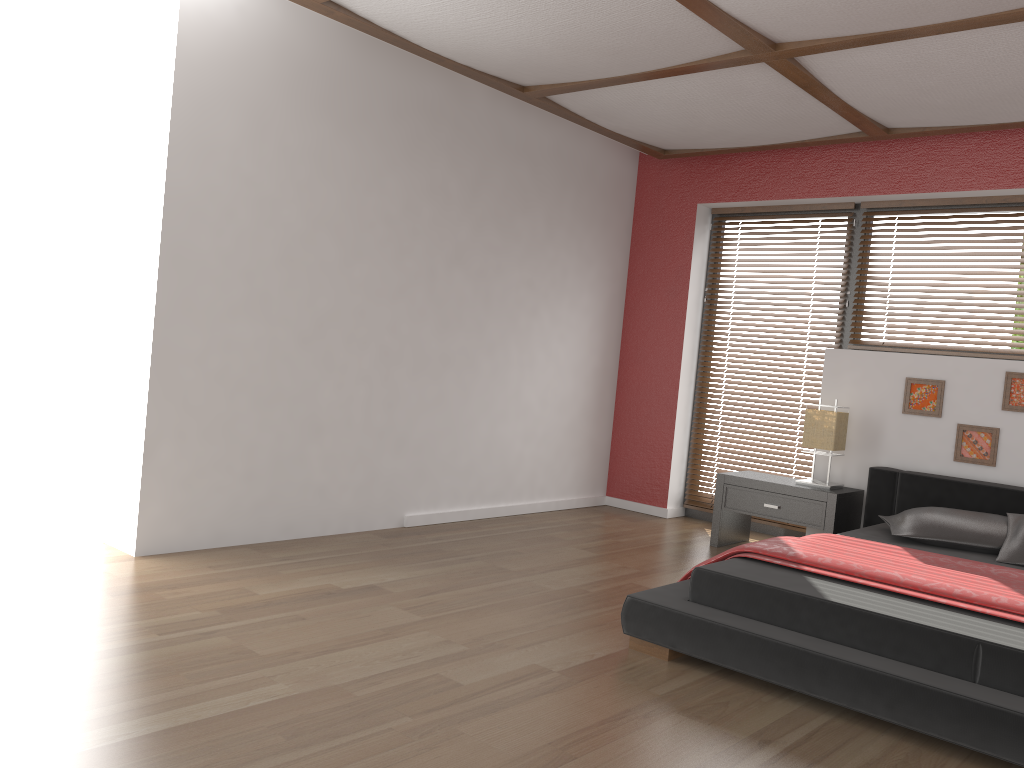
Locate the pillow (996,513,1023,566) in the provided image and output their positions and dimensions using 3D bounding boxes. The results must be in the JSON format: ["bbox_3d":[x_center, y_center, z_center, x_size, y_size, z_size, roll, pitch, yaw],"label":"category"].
[{"bbox_3d":[2.445,0.671,3.690,0.744,0.241,0.386,7,2,37],"label":"pillow"}]

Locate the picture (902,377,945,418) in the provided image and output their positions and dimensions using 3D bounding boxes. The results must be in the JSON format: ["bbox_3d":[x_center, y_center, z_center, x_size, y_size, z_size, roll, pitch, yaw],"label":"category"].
[{"bbox_3d":[2.225,0.072,4.797,0.200,0.200,0.010,7,2,41],"label":"picture"}]

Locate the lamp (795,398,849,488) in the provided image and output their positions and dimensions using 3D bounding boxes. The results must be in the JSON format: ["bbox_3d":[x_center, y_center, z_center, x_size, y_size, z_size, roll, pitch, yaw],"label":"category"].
[{"bbox_3d":[1.738,0.319,4.938,0.200,0.480,0.200,7,2,41],"label":"lamp"}]

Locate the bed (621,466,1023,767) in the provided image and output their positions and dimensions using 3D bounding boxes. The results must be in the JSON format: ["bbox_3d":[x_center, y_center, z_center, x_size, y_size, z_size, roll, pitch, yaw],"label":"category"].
[{"bbox_3d":[1.905,0.771,3.387,2.469,0.577,2.413,7,2,41],"label":"bed"}]

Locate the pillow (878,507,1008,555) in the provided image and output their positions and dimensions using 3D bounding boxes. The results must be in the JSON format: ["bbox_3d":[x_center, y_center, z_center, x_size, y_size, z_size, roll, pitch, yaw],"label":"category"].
[{"bbox_3d":[2.113,0.679,4.094,0.745,0.172,0.418,6,2,16],"label":"pillow"}]

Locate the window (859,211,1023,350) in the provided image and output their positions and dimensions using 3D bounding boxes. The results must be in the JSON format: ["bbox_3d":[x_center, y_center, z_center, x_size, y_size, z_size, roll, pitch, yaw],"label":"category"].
[{"bbox_3d":[3.184,-0.508,4.459,2.817,0.786,0.020,7,2,41],"label":"window"}]

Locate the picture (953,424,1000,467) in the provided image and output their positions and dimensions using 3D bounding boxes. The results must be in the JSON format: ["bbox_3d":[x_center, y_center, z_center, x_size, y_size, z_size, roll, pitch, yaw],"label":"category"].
[{"bbox_3d":[2.417,0.317,4.617,0.200,0.200,0.010,7,2,41],"label":"picture"}]

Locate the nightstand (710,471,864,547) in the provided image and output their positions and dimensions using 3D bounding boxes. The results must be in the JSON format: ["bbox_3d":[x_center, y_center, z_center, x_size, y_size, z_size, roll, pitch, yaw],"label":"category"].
[{"bbox_3d":[1.549,0.762,5.027,0.700,0.423,0.413,7,2,41],"label":"nightstand"}]

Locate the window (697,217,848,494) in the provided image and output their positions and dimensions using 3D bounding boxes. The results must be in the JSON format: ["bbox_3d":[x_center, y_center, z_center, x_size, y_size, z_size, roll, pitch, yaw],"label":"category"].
[{"bbox_3d":[1.673,-0.147,5.761,0.889,1.893,0.020,7,2,41],"label":"window"}]

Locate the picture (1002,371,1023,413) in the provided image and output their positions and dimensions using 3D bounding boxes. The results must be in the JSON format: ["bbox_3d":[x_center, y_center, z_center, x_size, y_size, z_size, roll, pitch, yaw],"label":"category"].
[{"bbox_3d":[2.594,0.045,4.477,0.200,0.200,0.010,7,2,41],"label":"picture"}]

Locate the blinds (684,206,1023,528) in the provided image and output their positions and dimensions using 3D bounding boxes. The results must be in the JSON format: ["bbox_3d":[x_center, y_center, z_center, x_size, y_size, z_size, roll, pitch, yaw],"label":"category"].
[{"bbox_3d":[3.082,0.065,4.429,4.840,1.952,0.032,7,2,41],"label":"blinds"}]
